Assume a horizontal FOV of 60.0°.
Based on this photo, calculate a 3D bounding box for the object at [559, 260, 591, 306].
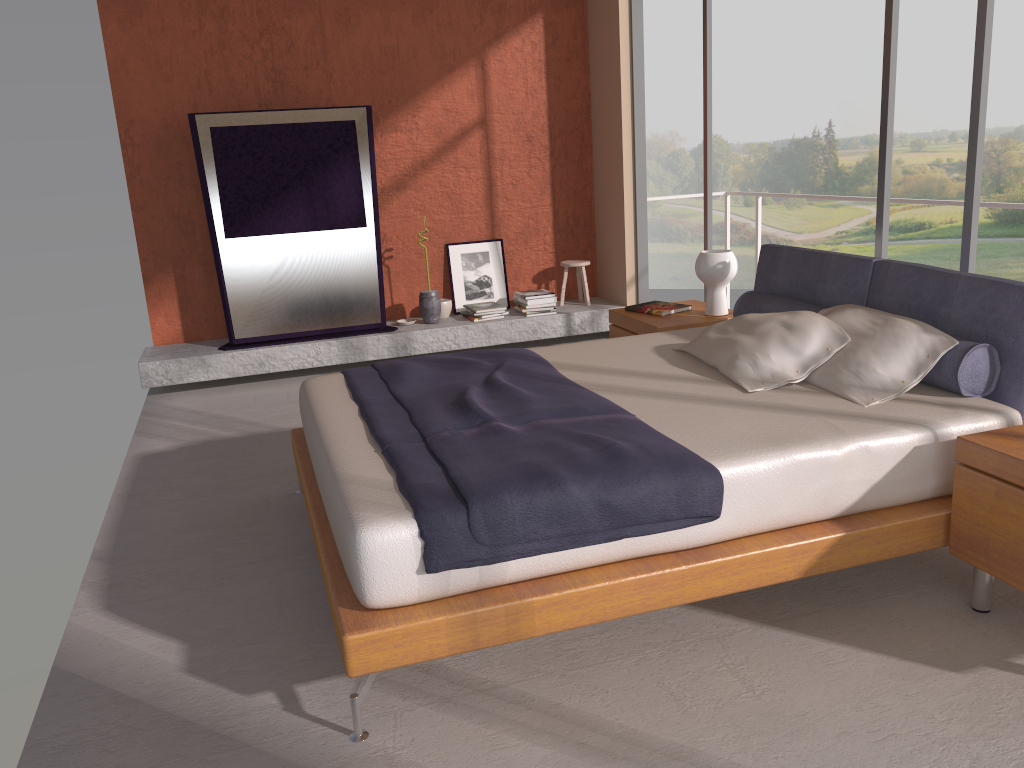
[{"bbox_3d":[0.524,-0.804,7.076,0.260,0.349,0.257,10,20,41],"label":"object"}]

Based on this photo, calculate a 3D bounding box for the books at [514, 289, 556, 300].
[{"bbox_3d":[0.173,-0.692,6.846,0.247,0.025,0.287,-8,15,-16],"label":"books"}]

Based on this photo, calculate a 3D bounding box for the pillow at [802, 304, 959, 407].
[{"bbox_3d":[1.284,-0.127,3.399,0.400,0.265,0.791,-7,15,-13],"label":"pillow"}]

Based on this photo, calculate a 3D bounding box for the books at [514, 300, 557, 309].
[{"bbox_3d":[0.179,-0.628,6.856,0.247,0.027,0.328,-7,15,-14],"label":"books"}]

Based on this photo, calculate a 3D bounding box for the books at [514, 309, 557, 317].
[{"bbox_3d":[0.183,-0.564,6.873,0.247,0.018,0.328,-7,15,-14],"label":"books"}]

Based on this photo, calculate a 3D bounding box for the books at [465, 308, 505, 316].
[{"bbox_3d":[-0.204,-0.565,6.771,0.247,0.025,0.287,-7,15,-14],"label":"books"}]

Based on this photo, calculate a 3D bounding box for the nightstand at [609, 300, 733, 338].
[{"bbox_3d":[0.937,-0.130,5.000,0.562,0.556,0.628,-8,15,-16],"label":"nightstand"}]

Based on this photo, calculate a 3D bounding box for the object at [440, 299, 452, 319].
[{"bbox_3d":[-0.551,-0.577,6.861,0.179,0.137,0.180,-5,15,-4],"label":"object"}]

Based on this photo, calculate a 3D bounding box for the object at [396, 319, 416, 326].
[{"bbox_3d":[-0.795,-0.459,6.688,0.152,0.040,0.152,1,15,18],"label":"object"}]

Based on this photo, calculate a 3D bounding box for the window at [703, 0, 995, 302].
[{"bbox_3d":[2.143,-0.974,2.873,0.075,3.133,6.106,-8,15,-16],"label":"window"}]

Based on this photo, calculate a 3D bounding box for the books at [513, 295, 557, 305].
[{"bbox_3d":[0.177,-0.660,6.848,0.247,0.038,0.319,-9,15,-19],"label":"books"}]

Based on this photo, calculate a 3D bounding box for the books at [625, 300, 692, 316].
[{"bbox_3d":[0.827,-0.428,5.013,0.247,0.025,0.287,-14,18,-35],"label":"books"}]

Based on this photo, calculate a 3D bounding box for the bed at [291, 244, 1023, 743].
[{"bbox_3d":[0.418,0.098,3.483,2.462,0.959,2.017,-8,15,-16],"label":"bed"}]

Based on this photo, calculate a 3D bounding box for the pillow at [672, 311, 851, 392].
[{"bbox_3d":[1.002,-0.174,3.683,0.431,0.264,0.869,-6,15,-9],"label":"pillow"}]

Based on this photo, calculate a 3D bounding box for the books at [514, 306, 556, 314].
[{"bbox_3d":[0.180,-0.583,6.874,0.247,0.018,0.287,-8,15,-16],"label":"books"}]

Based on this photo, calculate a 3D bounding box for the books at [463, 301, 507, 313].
[{"bbox_3d":[-0.208,-0.586,6.770,0.247,0.018,0.328,-9,15,-19],"label":"books"}]

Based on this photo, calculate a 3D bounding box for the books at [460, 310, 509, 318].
[{"bbox_3d":[-0.210,-0.546,6.789,0.247,0.018,0.328,-12,17,-31],"label":"books"}]

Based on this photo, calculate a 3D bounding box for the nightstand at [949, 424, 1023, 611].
[{"bbox_3d":[1.727,0.460,2.550,0.562,0.556,0.628,-8,15,-16],"label":"nightstand"}]

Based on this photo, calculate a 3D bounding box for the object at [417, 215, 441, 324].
[{"bbox_3d":[-0.630,-0.849,6.587,0.165,0.810,0.165,-2,15,7],"label":"object"}]

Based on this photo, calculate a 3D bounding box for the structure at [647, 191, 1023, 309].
[{"bbox_3d":[2.526,-0.119,3.412,0.728,1.005,7.689,-8,15,-16],"label":"structure"}]

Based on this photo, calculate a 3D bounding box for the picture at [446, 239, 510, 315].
[{"bbox_3d":[-0.264,-0.848,6.998,0.458,0.550,0.117,-8,15,-16],"label":"picture"}]

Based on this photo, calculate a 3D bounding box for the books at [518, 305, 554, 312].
[{"bbox_3d":[0.183,-0.597,6.845,0.247,0.025,0.287,-5,15,-6],"label":"books"}]

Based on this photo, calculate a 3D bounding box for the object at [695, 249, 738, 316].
[{"bbox_3d":[1.096,-0.542,4.755,0.224,0.338,0.224,-5,15,-5],"label":"object"}]

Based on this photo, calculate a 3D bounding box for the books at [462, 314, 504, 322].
[{"bbox_3d":[-0.219,-0.521,6.783,0.247,0.025,0.287,-9,15,-19],"label":"books"}]

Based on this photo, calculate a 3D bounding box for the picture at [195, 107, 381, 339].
[{"bbox_3d":[-1.494,-1.114,6.147,1.129,1.496,0.126,-8,15,-16],"label":"picture"}]

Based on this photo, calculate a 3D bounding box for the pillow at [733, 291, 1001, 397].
[{"bbox_3d":[1.394,-0.205,3.710,0.205,0.201,1.470,-8,15,-16],"label":"pillow"}]
